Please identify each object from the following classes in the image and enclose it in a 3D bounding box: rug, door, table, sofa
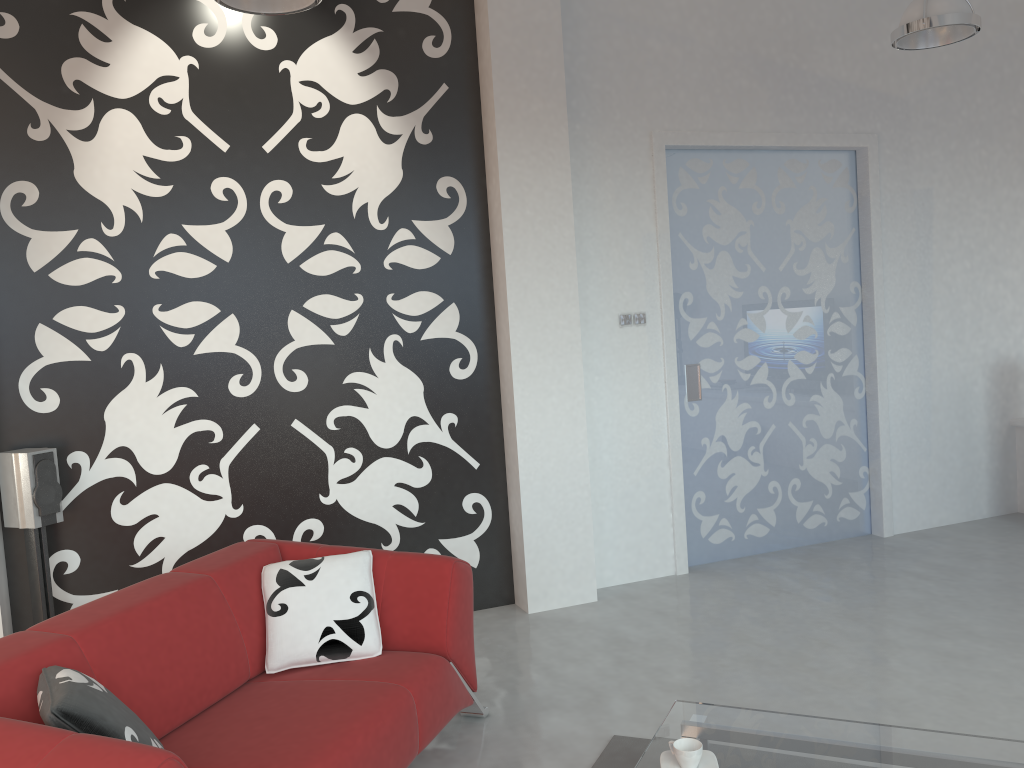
[{"bbox_3d":[0.785,1.320,2.087,1.700,0.025,1.700,-2,4,25],"label":"rug"},{"bbox_3d":[1.582,-0.229,5.459,1.600,2.550,0.240,-5,4,-20],"label":"door"},{"bbox_3d":[0.786,1.175,2.072,1.097,0.286,1.162,-2,4,25],"label":"table"},{"bbox_3d":[-0.844,1.025,2.697,0.951,0.738,1.929,-3,4,20],"label":"sofa"}]

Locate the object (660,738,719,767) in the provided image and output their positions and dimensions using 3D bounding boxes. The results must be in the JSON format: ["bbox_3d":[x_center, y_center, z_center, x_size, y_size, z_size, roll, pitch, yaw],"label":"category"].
[{"bbox_3d":[0.473,0.999,2.373,0.153,0.069,0.153,-3,4,6],"label":"object"}]

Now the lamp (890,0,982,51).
[{"bbox_3d":[1.932,-2.001,4.078,0.379,0.800,0.379,-5,4,-24],"label":"lamp"}]

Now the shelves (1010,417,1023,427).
[{"bbox_3d":[4.647,0.340,3.574,0.650,0.050,5.500,-5,4,-20],"label":"shelves"}]

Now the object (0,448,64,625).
[{"bbox_3d":[-2.067,0.842,3.880,0.229,1.112,0.214,-2,4,25],"label":"object"}]

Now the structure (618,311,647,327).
[{"bbox_3d":[0.682,-0.365,5.007,0.170,0.080,0.016,-5,4,-20],"label":"structure"}]

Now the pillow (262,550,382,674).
[{"bbox_3d":[-0.683,0.805,3.169,0.402,0.343,0.288,-5,4,-13],"label":"pillow"}]

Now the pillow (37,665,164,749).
[{"bbox_3d":[-1.024,0.889,2.236,0.288,0.343,0.402,-6,4,-27],"label":"pillow"}]

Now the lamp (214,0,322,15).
[{"bbox_3d":[-0.875,-1.744,3.052,0.379,0.800,0.379,-6,4,-27],"label":"lamp"}]
